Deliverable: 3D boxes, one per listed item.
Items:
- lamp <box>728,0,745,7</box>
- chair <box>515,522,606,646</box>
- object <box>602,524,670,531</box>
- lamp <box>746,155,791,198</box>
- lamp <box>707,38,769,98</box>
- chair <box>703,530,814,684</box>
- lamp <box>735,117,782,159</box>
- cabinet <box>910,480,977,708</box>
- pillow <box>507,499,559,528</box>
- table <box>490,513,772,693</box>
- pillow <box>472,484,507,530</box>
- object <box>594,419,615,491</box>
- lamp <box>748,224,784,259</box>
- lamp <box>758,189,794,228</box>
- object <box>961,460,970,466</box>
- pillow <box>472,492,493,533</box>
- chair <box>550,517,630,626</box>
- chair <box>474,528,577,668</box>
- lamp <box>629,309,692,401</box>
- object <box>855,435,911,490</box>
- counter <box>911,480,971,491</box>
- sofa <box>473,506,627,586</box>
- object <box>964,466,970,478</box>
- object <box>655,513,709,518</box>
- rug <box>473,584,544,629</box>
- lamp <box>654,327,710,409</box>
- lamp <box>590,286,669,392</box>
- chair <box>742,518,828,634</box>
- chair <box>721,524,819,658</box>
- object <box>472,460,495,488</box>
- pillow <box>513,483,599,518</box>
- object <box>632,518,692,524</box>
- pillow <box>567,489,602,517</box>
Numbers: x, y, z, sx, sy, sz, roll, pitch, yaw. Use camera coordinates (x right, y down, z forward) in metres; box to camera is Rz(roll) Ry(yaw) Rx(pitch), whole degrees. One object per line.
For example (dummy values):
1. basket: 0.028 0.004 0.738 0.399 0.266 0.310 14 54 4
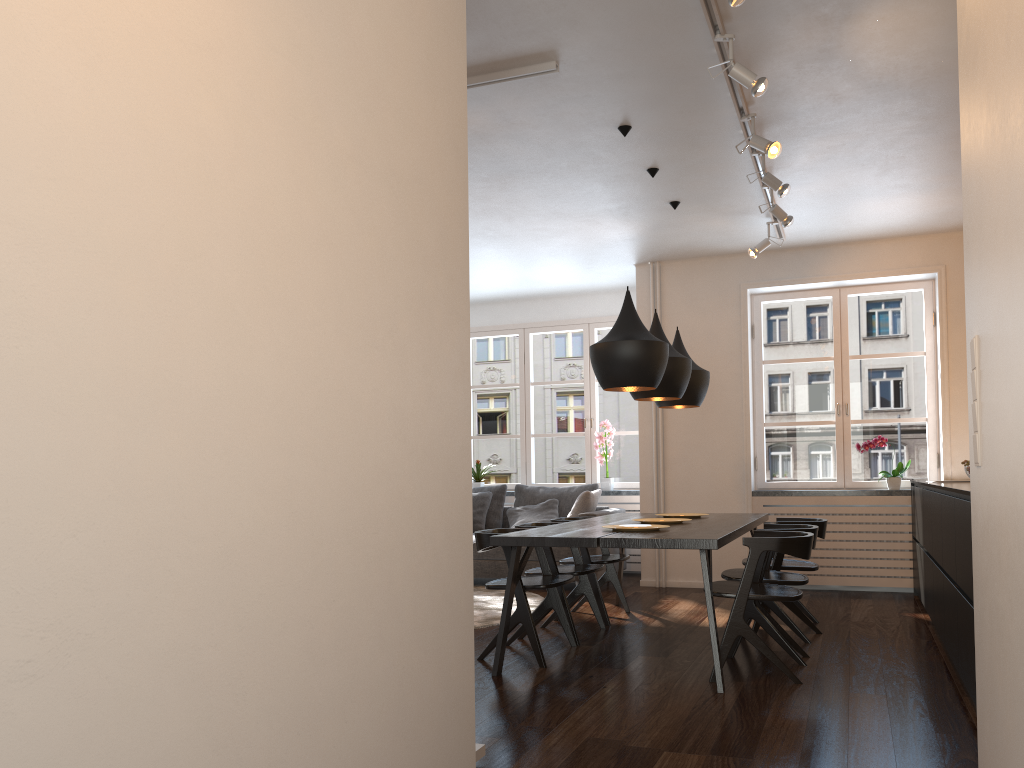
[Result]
1. lamp: 0.654 -1.364 2.908 0.250 0.239 0.085 -1 -2 -3
2. chair: 0.291 1.189 5.375 0.520 0.669 0.595 -2 -4 22
3. object: 0.648 0.754 4.631 0.356 0.016 0.357 -3 -6 24
4. lamp: 1.436 -1.166 4.943 0.250 0.239 0.085 0 -2 -13
5. lamp: 0.924 -1.295 3.610 0.250 0.239 0.085 0 -2 -8
6. chair: 1.208 1.067 4.318 0.520 0.669 0.595 -2 -4 20
7. lamp: 1.695 -0.490 3.737 0.089 1.841 1.840 0 -4 -35
8. cabinet: 2.520 0.947 4.349 0.733 0.896 5.082 -2 -6 21
9. pillow: 0.186 1.213 8.068 0.492 0.320 0.446 -1 -4 3
10. table: 0.852 1.162 5.242 1.107 0.676 2.510 -3 -6 21
11. pillow: -0.465 1.215 8.590 0.840 0.473 0.277 -3 -3 21
12. object: 0.899 0.689 8.570 0.201 0.688 0.298 -1 -2 0
13. lamp: 1.823 -1.025 6.363 0.251 0.239 0.085 -1 -2 8
14. lamp: 1.659 -1.108 5.543 0.251 0.238 0.085 1 -3 -28
15. object: 2.479 0.441 4.638 0.178 0.172 0.240 -1 -4 6
16. pillow: -0.529 1.229 8.461 0.667 0.396 0.293 -3 -4 21
17. chair: 0.532 1.251 6.014 0.520 0.669 0.595 -2 -4 20
18. chair: 0.071 1.133 4.804 0.520 0.669 0.595 -2 -4 19
19. lamp: 0.861 -0.178 5.266 0.411 0.539 0.412 -1 -3 -3
20. object: 2.937 0.621 7.000 0.406 0.436 0.230 -1 -3 -3
21. counter: 2.514 0.500 4.361 0.732 0.002 5.079 -3 -6 21
22. sofa: -0.727 1.447 7.746 3.070 0.669 2.047 -3 -6 21
23. object: 2.496 0.479 4.642 0.219 0.096 0.219 1 -6 -21
24. object: 1.129 0.875 5.877 0.356 0.016 0.357 -3 -6 24
25. rug: -1.148 1.673 6.692 2.837 0.012 2.851 -1 -6 1
26. lamp: 1.113 -0.115 5.917 0.411 0.539 0.412 1 -4 -35
27. lamp: 0.610 -0.242 4.615 0.411 0.539 0.412 0 -3 -21
28. chair: 1.709 1.185 5.538 0.520 0.669 0.595 -2 -4 17
29. chair: 1.427 1.122 4.885 0.520 0.669 0.595 -2 -4 19
30. object: -0.325 0.934 9.025 0.376 0.327 0.324 -1 -4 -4
31. pillow: 0.384 1.170 8.251 0.837 0.475 0.276 -3 -3 21
32. object: 0.889 0.814 5.254 0.356 0.016 0.357 -1 -6 2
33. pillow: 0.598 1.126 7.676 0.287 0.413 0.496 -2 -4 20
